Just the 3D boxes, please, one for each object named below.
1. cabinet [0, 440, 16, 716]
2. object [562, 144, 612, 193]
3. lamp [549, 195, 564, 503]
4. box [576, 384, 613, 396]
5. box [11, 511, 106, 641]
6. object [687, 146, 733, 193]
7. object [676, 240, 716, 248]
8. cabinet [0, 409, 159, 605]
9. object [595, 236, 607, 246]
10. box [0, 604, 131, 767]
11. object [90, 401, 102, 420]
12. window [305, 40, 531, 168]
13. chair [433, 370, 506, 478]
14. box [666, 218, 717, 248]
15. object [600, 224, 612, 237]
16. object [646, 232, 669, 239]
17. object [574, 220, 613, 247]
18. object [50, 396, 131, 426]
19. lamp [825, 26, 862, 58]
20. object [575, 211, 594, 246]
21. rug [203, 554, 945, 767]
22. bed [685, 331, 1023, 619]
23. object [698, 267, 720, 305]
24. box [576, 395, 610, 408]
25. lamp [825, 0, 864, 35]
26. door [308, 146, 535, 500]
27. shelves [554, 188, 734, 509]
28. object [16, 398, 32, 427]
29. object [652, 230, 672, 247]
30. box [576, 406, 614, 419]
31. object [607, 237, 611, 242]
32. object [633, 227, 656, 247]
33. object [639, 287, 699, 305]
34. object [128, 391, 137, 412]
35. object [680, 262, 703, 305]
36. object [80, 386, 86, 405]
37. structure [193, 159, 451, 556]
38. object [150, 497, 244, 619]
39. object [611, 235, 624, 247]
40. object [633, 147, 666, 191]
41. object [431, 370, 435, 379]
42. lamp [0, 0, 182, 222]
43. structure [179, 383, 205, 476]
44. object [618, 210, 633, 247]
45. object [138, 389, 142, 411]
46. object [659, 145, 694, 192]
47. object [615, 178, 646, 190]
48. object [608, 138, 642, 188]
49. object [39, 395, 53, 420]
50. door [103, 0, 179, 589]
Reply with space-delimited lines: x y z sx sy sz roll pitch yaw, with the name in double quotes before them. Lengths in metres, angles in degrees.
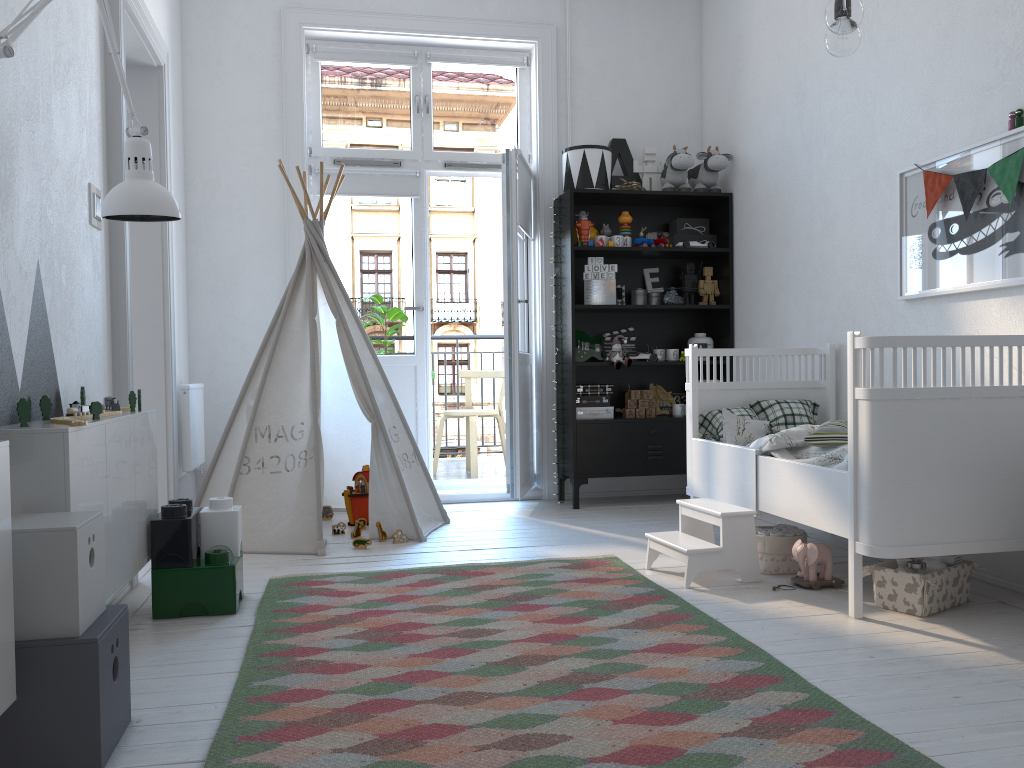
"cabinet" -0.862 0.332 1.052 0.183 0.454 0.970 -1 1 -12
"object" 0.426 -1.154 4.873 0.272 0.259 0.395 0 1 17
"lamp" 0.688 -0.195 4.947 0.985 1.684 0.095 -1 1 -14
"box" 0.427 0.032 4.854 0.215 0.062 0.179 -1 1 -12
"box" -0.924 0.368 1.722 0.202 0.206 0.199 -1 1 -12
"object" 1.039 -1.156 4.879 0.211 0.253 0.386 -1 1 -28
"object" 1.000 -0.757 4.838 0.230 0.048 0.098 -1 1 -22
"cabinet" -1.127 0.316 2.350 0.183 0.454 0.970 -1 1 -12
"object" 0.477 -0.758 4.755 0.067 0.067 0.067 -1 1 -11
"box" -0.912 0.599 1.738 0.254 0.259 0.251 -1 1 -12
"object" -1.044 0.066 2.226 0.006 0.046 0.037 0 1 15
"window" -0.506 -1.562 4.974 1.263 0.660 0.101 -1 1 -12
"chair" -0.271 0.258 6.108 0.436 0.715 0.498 0 1 33
"box" 1.007 -0.830 4.980 0.251 0.189 0.179 -1 1 -12
"object" 0.521 -0.807 4.913 0.063 0.160 0.063 -2 2 -33
"object" 0.935 -0.804 5.074 0.347 0.132 0.037 -1 1 -12
"object" 0.409 -0.822 4.812 0.197 0.197 0.318 -1 1 -15
"object" -1.121 0.065 2.365 0.111 0.047 0.902 -1 1 -17
"lamp" 0.307 -1.468 2.403 0.074 1.530 1.381 -2 2 -37
"object" 0.390 -0.825 4.736 0.105 0.203 0.072 -1 1 -4
"rug" -0.042 0.692 2.344 1.320 0.016 2.028 -1 1 -11
"bed" 1.191 0.252 3.211 0.670 0.833 1.403 -1 1 -12
"object" 1.093 -0.540 4.927 0.114 0.221 0.052 -1 1 -12
"box" 0.410 0.094 4.851 0.215 0.062 0.179 -1 1 -12
"lamp" 0.260 -1.465 2.272 0.074 1.530 1.381 -2 2 -37
"door" -0.447 -0.310 4.759 1.263 1.839 0.636 -1 1 -10
"shelves" 0.726 -0.191 4.890 0.911 1.678 0.353 -1 1 -12
"object" -1.068 0.062 1.941 0.007 0.063 0.029 0 2 41
"object" 0.821 -0.794 4.891 0.087 0.112 0.122 -2 2 -41
"box" 0.429 0.155 4.856 0.215 0.062 0.179 -1 1 -12
"object" 0.520 -0.759 4.808 0.067 0.067 0.067 -2 1 -37
"object" 0.722 -0.791 4.829 0.121 0.126 0.087 -2 1 -34
"object" 0.886 -0.480 4.897 0.368 0.106 0.349 -1 1 -10
"object" -1.141 0.052 2.666 0.007 0.063 0.029 0 1 16
"object" 1.006 -0.559 4.973 0.117 0.259 0.081 -1 1 -12
"object" -1.200 0.047 2.481 0.009 0.081 0.037 -1 1 -18
"structure" -0.909 -0.183 4.125 1.143 1.750 1.143 -2 2 -36
"object" -0.987 0.535 2.797 0.246 0.332 0.246 -1 1 -12
"object" 0.565 -0.759 4.757 0.067 0.067 0.067 -1 1 -11
"object" 0.774 -1.176 4.989 0.190 0.290 0.065 -1 1 -7
"object" -0.867 0.011 6.008 0.720 1.225 0.489 -1 1 -1
"lamp" -1.083 -0.761 2.167 0.200 0.656 0.651 0 1 22
"structure" -1.547 0.229 4.326 0.075 0.460 0.635 -1 1 -15
"object" 0.615 -0.833 4.806 0.077 0.213 0.077 0 1 22
"object" -1.148 0.049 2.734 0.009 0.067 0.054 -1 1 -21
"object" 0.891 -1.153 4.845 0.154 0.253 0.370 -1 1 -4
"object" 0.638 -1.077 4.807 0.121 0.100 0.338 0 1 23
"object" 0.598 -1.201 4.984 0.343 0.344 0.057 -1 1 -12
"object" -1.166 0.059 2.220 0.007 0.063 0.029 0 2 41
"door" -1.641 -0.381 3.662 0.505 2.177 1.465 -2 1 -27
